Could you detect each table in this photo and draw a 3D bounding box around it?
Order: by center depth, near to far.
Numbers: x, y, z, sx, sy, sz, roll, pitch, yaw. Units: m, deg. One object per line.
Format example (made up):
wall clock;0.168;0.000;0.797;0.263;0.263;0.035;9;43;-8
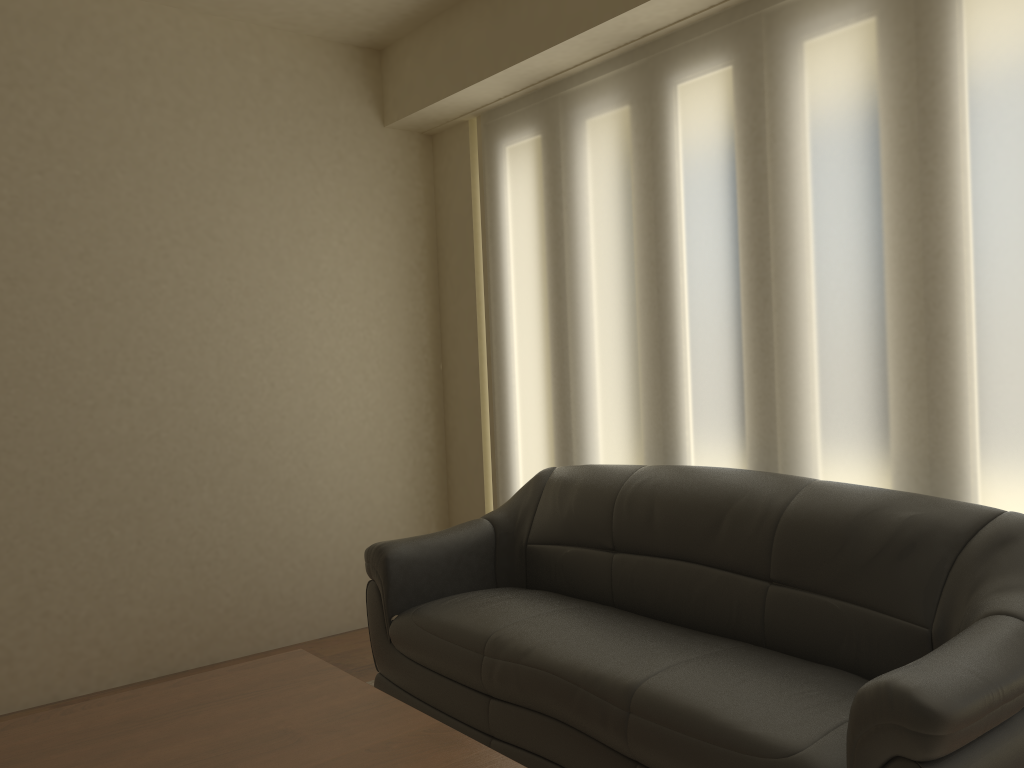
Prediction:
table;-0.671;1.064;1.910;1.045;0.482;1.213;-3;1;-38

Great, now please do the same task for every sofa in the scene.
sofa;0.463;0.769;2.881;0.944;0.918;2.337;-3;1;-38

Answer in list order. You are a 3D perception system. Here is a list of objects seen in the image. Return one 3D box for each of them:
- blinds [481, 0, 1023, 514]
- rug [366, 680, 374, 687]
blinds;0.764;-0.157;3.377;0.002;2.453;2.830;-3;1;-38
rug;-0.297;1.291;1.731;2.482;0.011;3.592;-3;1;-38
